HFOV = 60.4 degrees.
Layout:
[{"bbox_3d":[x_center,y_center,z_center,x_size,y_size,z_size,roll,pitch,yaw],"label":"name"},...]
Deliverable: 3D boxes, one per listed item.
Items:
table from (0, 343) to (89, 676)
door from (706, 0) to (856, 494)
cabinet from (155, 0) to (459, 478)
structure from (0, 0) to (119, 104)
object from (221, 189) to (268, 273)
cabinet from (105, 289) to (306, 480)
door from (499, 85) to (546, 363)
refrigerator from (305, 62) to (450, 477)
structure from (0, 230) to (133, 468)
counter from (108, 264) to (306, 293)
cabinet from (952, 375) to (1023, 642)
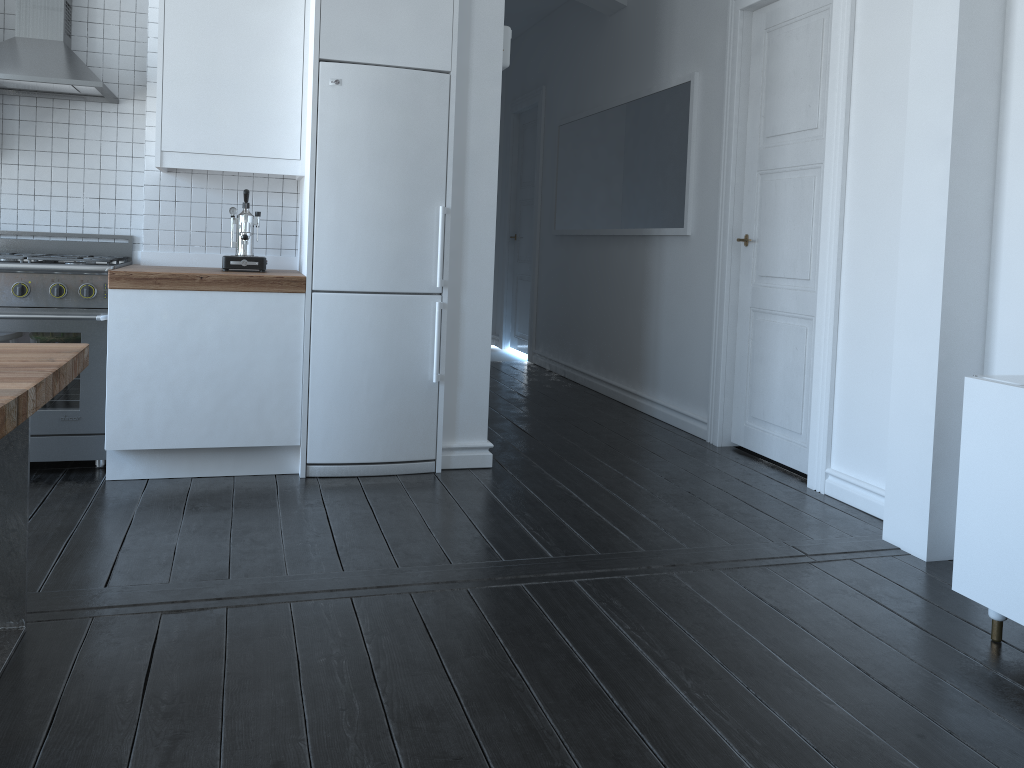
[{"bbox_3d":[-2.147,0.329,1.737,2.225,0.712,1.029,0,7,-17],"label":"table"},{"bbox_3d":[1.337,-0.823,4.373,0.116,2.461,1.049,2,3,-17],"label":"door"},{"bbox_3d":[-2.175,-0.836,3.864,3.787,2.359,0.785,1,3,-13],"label":"cabinet"},{"bbox_3d":[-2.128,-1.976,3.954,0.633,1.297,0.532,1,3,-17],"label":"structure"},{"bbox_3d":[-1.220,-0.699,4.035,0.205,0.367,0.357,1,6,-17],"label":"object"},{"bbox_3d":[-2.519,-0.065,3.828,3.180,0.810,0.736,1,5,-9],"label":"cabinet"},{"bbox_3d":[0.125,-1.506,8.380,0.116,2.461,1.079,2,3,-17],"label":"door"},{"bbox_3d":[-0.670,-0.537,4.170,0.576,1.792,0.686,1,3,-17],"label":"refrigerator"},{"bbox_3d":[-2.131,-0.170,3.946,0.700,1.013,0.728,1,5,-17],"label":"structure"},{"bbox_3d":[-2.491,-0.486,3.754,3.097,0.073,0.856,0,9,-17],"label":"counter"},{"bbox_3d":[1.677,0.436,1.999,0.589,0.729,1.214,1,7,-17],"label":"cabinet"}]
